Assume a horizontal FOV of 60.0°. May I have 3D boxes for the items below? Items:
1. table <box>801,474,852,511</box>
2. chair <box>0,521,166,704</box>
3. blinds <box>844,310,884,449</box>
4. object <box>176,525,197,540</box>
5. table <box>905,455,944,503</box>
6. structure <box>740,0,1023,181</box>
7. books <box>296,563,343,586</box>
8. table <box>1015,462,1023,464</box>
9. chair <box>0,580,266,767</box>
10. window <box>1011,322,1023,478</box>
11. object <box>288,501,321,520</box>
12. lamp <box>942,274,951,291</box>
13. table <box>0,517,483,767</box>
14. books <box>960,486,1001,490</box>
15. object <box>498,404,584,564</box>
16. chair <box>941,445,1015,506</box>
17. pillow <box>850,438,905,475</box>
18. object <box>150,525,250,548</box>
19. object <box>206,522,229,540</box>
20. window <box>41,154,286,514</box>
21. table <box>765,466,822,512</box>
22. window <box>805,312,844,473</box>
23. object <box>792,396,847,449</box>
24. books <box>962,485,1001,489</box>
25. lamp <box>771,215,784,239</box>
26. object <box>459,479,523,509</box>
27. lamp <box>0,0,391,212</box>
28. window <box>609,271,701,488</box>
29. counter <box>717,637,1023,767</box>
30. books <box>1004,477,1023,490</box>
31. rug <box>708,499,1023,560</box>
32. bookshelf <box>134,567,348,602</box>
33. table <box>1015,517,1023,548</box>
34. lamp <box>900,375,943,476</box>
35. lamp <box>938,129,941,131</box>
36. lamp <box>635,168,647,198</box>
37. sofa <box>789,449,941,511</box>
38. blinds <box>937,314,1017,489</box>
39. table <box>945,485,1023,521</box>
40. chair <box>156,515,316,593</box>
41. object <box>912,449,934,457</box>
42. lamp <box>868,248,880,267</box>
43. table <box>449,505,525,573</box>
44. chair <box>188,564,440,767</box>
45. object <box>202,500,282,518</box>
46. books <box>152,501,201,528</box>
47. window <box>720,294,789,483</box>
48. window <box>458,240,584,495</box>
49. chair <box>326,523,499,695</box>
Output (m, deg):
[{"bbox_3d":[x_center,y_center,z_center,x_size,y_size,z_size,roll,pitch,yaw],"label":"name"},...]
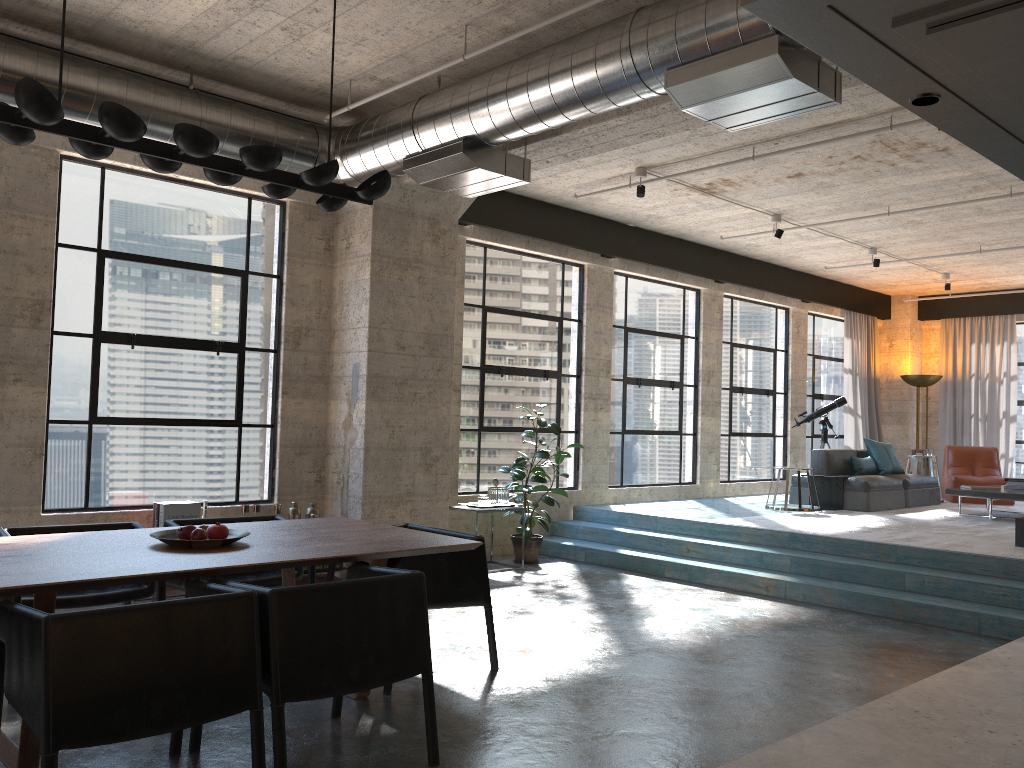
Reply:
[{"bbox_3d":[3.671,1.261,10.363,0.413,0.390,0.420,4,-3,-43],"label":"table"},{"bbox_3d":[-2.243,1.118,4.576,0.707,0.738,0.754,4,-3,-38],"label":"chair"},{"bbox_3d":[5.680,0.184,14.134,1.131,2.985,0.384,4,-3,-43],"label":"blinds"},{"bbox_3d":[-1.479,0.682,4.050,0.110,0.082,0.088,2,-2,-3],"label":"object"},{"bbox_3d":[5.496,1.269,11.895,0.549,0.603,0.549,0,-3,26],"label":"table"},{"bbox_3d":[1.537,-1.271,1.633,3.117,2.100,0.538,4,-3,-43],"label":"structure"},{"bbox_3d":[-1.579,1.467,7.060,0.393,0.263,0.274,3,-3,-33],"label":"books"},{"bbox_3d":[8.151,1.405,12.405,0.715,0.530,2.004,4,-3,-45],"label":"table"},{"bbox_3d":[-1.321,1.080,3.047,0.707,0.738,0.754,4,-3,-43],"label":"chair"},{"bbox_3d":[7.820,0.300,13.980,0.081,2.530,1.780,4,-3,-43],"label":"window"},{"bbox_3d":[-1.567,1.097,7.066,0.415,0.333,0.248,2,-2,-7],"label":"object"},{"bbox_3d":[6.218,-1.457,12.683,0.143,0.223,0.107,3,-3,-20],"label":"lamp"},{"bbox_3d":[-1.473,1.109,4.039,2.410,0.756,1.299,4,-3,-43],"label":"table"},{"bbox_3d":[5.199,1.154,9.845,0.318,0.011,0.252,2,-2,1],"label":"books"},{"bbox_3d":[0.216,0.966,8.636,0.886,1.552,0.514,0,-3,34],"label":"object"},{"bbox_3d":[6.316,1.230,12.067,0.801,0.759,0.920,1,-3,17],"label":"chair"},{"bbox_3d":[4.555,0.913,11.163,1.042,0.466,0.349,3,-3,-33],"label":"pillow"},{"bbox_3d":[-1.426,0.693,4.062,0.435,0.079,0.435,2,-2,-7],"label":"object"},{"bbox_3d":[-1.415,0.680,4.084,0.219,0.097,0.100,2,-2,1],"label":"object"},{"bbox_3d":[-2.600,-0.317,6.820,1.780,2.530,0.081,4,-3,-43],"label":"window"},{"bbox_3d":[3.206,1.189,10.103,0.620,0.472,0.620,4,-3,-40],"label":"table"},{"bbox_3d":[5.027,0.215,13.958,1.780,2.530,0.081,4,-3,-43],"label":"window"},{"bbox_3d":[4.312,0.860,12.416,0.595,1.406,0.617,4,-3,-42],"label":"object"},{"bbox_3d":[5.206,1.143,9.840,0.318,0.011,0.252,1,-2,6],"label":"books"},{"bbox_3d":[2.853,-1.678,9.517,0.144,0.252,0.107,0,-3,31],"label":"lamp"},{"bbox_3d":[-0.189,1.012,8.206,0.546,0.253,0.327,4,-3,-43],"label":"object"},{"bbox_3d":[-1.394,-1.638,4.169,1.813,1.327,0.583,4,-3,-43],"label":"lamp"},{"bbox_3d":[1.754,-0.013,10.895,1.780,2.530,0.081,4,-3,-43],"label":"window"},{"bbox_3d":[1.598,0.548,1.645,3.500,0.046,1.000,4,-3,-43],"label":"counter"},{"bbox_3d":[5.743,1.127,10.050,0.279,0.116,0.322,0,-3,32],"label":"books"},{"bbox_3d":[5.714,1.496,10.142,7.768,0.032,2.954,4,-3,-43],"label":"rug"},{"bbox_3d":[-1.977,1.411,6.716,1.600,0.347,0.350,4,-3,-43],"label":"bookshelf"},{"bbox_3d":[4.597,1.231,7.300,1.044,0.230,0.616,4,-3,-43],"label":"table"},{"bbox_3d":[6.437,0.781,13.966,0.619,1.822,0.619,4,-3,-43],"label":"lamp"},{"bbox_3d":[2.921,-1.841,6.069,0.141,0.215,0.107,0,-3,29],"label":"lamp"},{"bbox_3d":[1.162,-1.803,7.962,0.107,0.236,0.145,0,-3,30],"label":"lamp"},{"bbox_3d":[4.439,1.160,11.076,2.063,0.680,1.019,4,-3,-43],"label":"sofa"},{"bbox_3d":[7.295,0.235,14.023,0.404,2.986,1.187,4,-3,-42],"label":"blinds"},{"bbox_3d":[5.585,1.328,9.869,1.500,0.309,0.900,4,-3,-43],"label":"table"},{"bbox_3d":[-1.593,1.161,5.116,0.707,0.738,0.754,4,-3,-38],"label":"chair"},{"bbox_3d":[5.493,0.917,11.864,0.287,0.096,0.206,2,-2,-3],"label":"object"},{"bbox_3d":[4.524,-1.575,11.092,0.143,0.223,0.107,2,-2,-9],"label":"lamp"},{"bbox_3d":[-0.256,1.418,8.183,0.600,0.563,0.450,4,-3,-43],"label":"table"},{"bbox_3d":[-0.780,1.118,3.541,0.707,0.738,0.754,4,-3,-43],"label":"chair"},{"bbox_3d":[-2.022,1.052,6.701,0.703,0.365,0.199,3,-3,-32],"label":"object"},{"bbox_3d":[-2.402,1.026,6.330,0.277,0.362,0.191,4,-3,-43],"label":"books"},{"bbox_3d":[3.390,0.101,12.427,1.780,2.530,0.081,4,-3,-43],"label":"window"},{"bbox_3d":[0.118,-0.127,9.363,1.780,2.530,0.081,4,-3,-43],"label":"window"},{"bbox_3d":[-0.569,1.181,4.879,0.754,0.738,0.707,4,-3,-43],"label":"chair"}]
